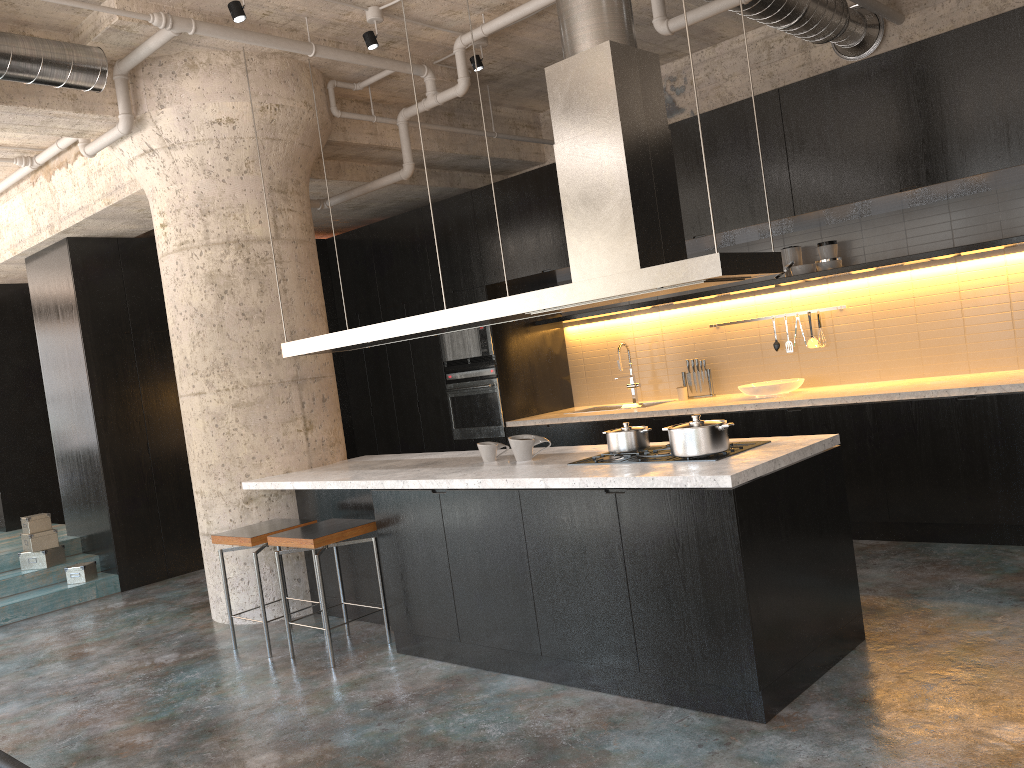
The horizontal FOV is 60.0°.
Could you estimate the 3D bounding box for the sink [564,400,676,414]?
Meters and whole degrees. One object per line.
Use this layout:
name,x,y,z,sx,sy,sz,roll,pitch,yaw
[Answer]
sink,0.939,0.267,7.723,0.890,0.134,0.458,-7,2,43

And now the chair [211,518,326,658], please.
chair,-1.438,1.206,5.326,0.450,0.698,0.450,-7,2,43

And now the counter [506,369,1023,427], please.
counter,1.874,0.170,6.776,4.360,0.142,1.000,-7,2,43

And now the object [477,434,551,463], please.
object,0.002,0.346,4.796,0.437,0.133,0.188,-6,2,44

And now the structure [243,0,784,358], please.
structure,-0.274,-1.356,4.698,3.117,2.100,0.538,-7,2,43

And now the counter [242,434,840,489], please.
counter,-0.120,0.451,4.855,3.500,0.046,1.000,-7,2,43

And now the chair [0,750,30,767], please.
chair,-1.246,1.252,1.879,0.707,0.738,0.754,-7,2,43

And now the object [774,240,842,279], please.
object,2.210,-0.943,6.661,0.462,0.240,0.334,-7,2,40

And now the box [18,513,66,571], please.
box,-4.005,1.330,7.525,0.331,0.441,0.280,-7,2,32

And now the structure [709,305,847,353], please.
structure,2.111,-0.393,7.086,1.171,0.315,0.074,-7,2,43

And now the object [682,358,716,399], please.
object,1.568,-0.048,7.516,0.291,0.336,0.060,-7,2,37

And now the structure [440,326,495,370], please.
structure,-0.220,-0.417,8.311,0.659,0.450,0.612,-7,2,43

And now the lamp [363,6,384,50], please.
lamp,-0.867,-2.227,5.571,0.145,0.236,0.107,-7,2,26

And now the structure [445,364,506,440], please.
structure,-0.172,0.148,8.292,0.664,0.651,0.649,-7,2,43

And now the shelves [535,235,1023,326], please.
shelves,1.941,-0.770,6.961,4.362,0.043,0.403,-7,2,43

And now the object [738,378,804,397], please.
object,1.977,0.038,6.755,0.490,0.093,0.490,-7,2,40

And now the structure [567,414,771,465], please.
structure,0.721,0.235,4.164,0.833,0.187,0.506,-7,2,43

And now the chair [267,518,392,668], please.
chair,-1.011,1.155,4.992,0.450,0.698,0.450,-7,2,43

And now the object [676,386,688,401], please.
object,1.443,0.079,7.512,0.092,0.117,0.092,-8,2,-8

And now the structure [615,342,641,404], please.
structure,0.999,-0.090,7.821,0.125,0.559,0.269,-7,2,43

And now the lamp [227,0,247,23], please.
lamp,-1.496,-2.121,4.889,0.145,0.236,0.107,-7,2,26

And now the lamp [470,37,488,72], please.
lamp,-0.229,-2.335,6.265,0.145,0.236,0.107,-7,2,26

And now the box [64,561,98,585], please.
box,-3.605,1.581,7.429,0.172,0.140,0.187,-8,2,6
